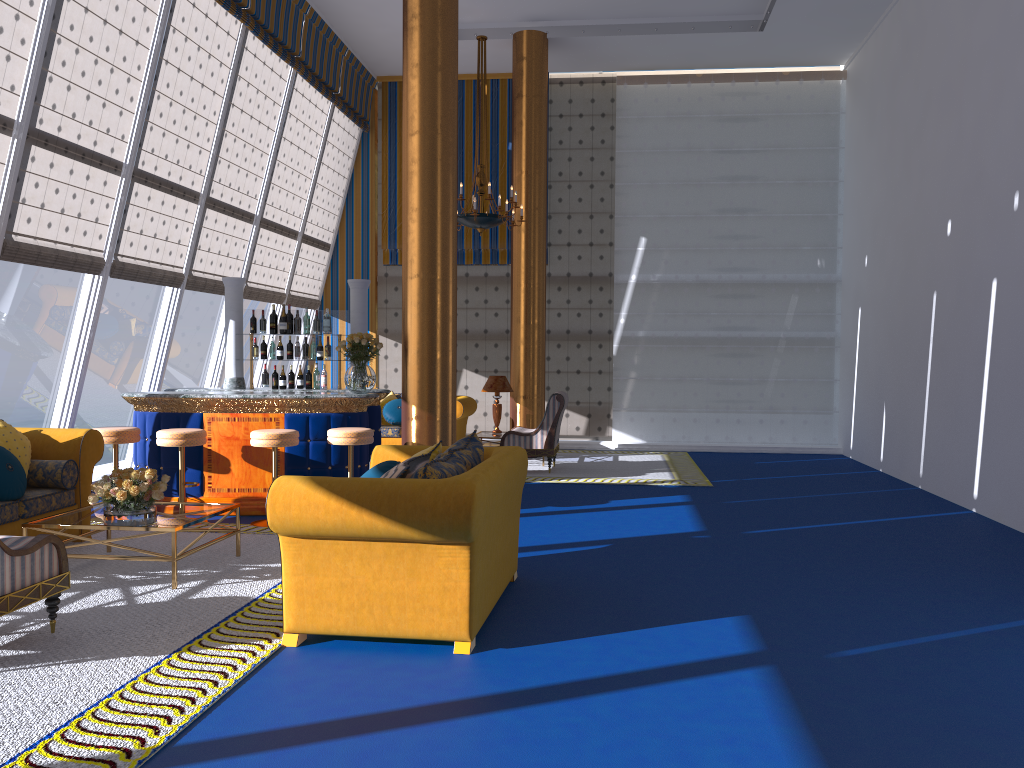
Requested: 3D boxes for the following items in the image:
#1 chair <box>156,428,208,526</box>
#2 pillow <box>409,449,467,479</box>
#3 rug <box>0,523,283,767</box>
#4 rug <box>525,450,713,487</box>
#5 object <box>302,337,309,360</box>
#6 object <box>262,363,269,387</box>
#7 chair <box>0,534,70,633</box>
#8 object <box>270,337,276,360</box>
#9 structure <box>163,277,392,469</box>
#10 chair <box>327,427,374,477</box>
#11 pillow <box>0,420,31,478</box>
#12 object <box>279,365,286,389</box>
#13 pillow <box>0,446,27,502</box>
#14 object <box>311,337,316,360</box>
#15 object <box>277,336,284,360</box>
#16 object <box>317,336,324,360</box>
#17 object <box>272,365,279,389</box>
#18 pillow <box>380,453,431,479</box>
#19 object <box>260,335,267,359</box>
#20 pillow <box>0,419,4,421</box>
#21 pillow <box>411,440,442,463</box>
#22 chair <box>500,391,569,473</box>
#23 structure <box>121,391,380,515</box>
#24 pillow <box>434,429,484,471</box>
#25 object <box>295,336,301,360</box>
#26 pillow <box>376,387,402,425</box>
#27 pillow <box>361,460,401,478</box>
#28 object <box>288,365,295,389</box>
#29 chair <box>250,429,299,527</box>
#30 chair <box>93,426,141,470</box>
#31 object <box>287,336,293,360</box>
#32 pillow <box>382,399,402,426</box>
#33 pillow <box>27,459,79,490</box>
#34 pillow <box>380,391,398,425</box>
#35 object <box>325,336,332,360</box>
[{"bbox_3d":[-2.749,0.767,7.389,0.394,0.782,0.402,3,3,45],"label":"chair"},{"bbox_3d":[-0.437,0.667,4.626,0.338,0.610,0.616,1,2,12],"label":"pillow"},{"bbox_3d":[-2.901,1.248,4.295,3.584,0.010,6.268,1,2,7],"label":"rug"},{"bbox_3d":[-0.674,1.045,11.864,6.243,0.011,3.600,1,2,6],"label":"rug"},{"bbox_3d":[-2.092,-0.361,9.004,0.072,0.232,0.071,0,2,-15],"label":"object"},{"bbox_3d":[-2.499,-0.087,8.993,0.071,0.242,0.071,0,2,-12],"label":"object"},{"bbox_3d":[-2.651,0.758,4.080,0.792,0.967,0.786,1,2,7],"label":"chair"},{"bbox_3d":[-2.424,-0.363,8.985,0.059,0.230,0.058,-1,3,-34],"label":"object"},{"bbox_3d":[-2.409,0.015,9.159,2.314,2.197,0.768,0,2,-3],"label":"structure"},{"bbox_3d":[-1.387,0.771,7.623,0.401,0.782,0.395,0,2,-23],"label":"chair"},{"bbox_3d":[-3.576,0.484,6.264,0.326,0.583,0.581,1,2,27],"label":"pillow"},{"bbox_3d":[-2.327,-0.070,9.013,0.069,0.244,0.068,0,2,-12],"label":"object"},{"bbox_3d":[-3.448,0.591,5.929,0.317,0.404,0.476,1,2,20],"label":"pillow"},{"bbox_3d":[-2.018,-0.361,9.018,0.059,0.230,0.058,-1,3,-34],"label":"object"},{"bbox_3d":[-2.346,-0.366,8.979,0.069,0.244,0.068,0,2,-12],"label":"object"},{"bbox_3d":[-1.948,-0.364,9.012,0.069,0.244,0.068,0,2,-12],"label":"object"},{"bbox_3d":[-2.407,-0.070,9.019,0.065,0.244,0.066,1,2,10],"label":"object"},{"bbox_3d":[-0.636,0.607,4.635,0.327,0.456,0.522,1,2,6],"label":"pillow"},{"bbox_3d":[-2.513,-0.371,8.980,0.066,0.244,0.065,0,2,-12],"label":"object"},{"bbox_3d":[-3.824,0.540,6.289,0.246,0.546,0.611,1,2,4],"label":"pillow"},{"bbox_3d":[-0.531,0.574,5.181,0.231,0.492,0.613,1,2,12],"label":"pillow"},{"bbox_3d":[0.283,0.579,10.974,0.782,0.967,0.795,1,2,7],"label":"chair"},{"bbox_3d":[-2.372,0.613,8.097,2.315,1.065,0.767,0,2,-5],"label":"structure"},{"bbox_3d":[-0.370,0.619,5.213,0.352,0.673,0.603,1,2,15],"label":"pillow"},{"bbox_3d":[-2.170,-0.366,8.981,0.057,0.239,0.056,0,2,-19],"label":"object"},{"bbox_3d":[-1.750,0.386,12.838,0.598,0.673,0.356,1,2,14],"label":"pillow"},{"bbox_3d":[-0.790,0.617,5.028,0.394,0.367,0.455,-1,2,-33],"label":"pillow"},{"bbox_3d":[-2.238,-0.072,9.007,0.066,0.244,0.065,0,2,-12],"label":"object"},{"bbox_3d":[-1.979,0.773,7.405,0.402,0.782,0.394,-1,3,-34],"label":"chair"},{"bbox_3d":[-3.373,0.758,7.552,0.394,0.782,0.402,3,3,45],"label":"chair"},{"bbox_3d":[-2.248,-0.369,8.985,0.066,0.244,0.065,0,2,-12],"label":"object"},{"bbox_3d":[-1.573,0.395,12.422,0.464,0.367,0.387,-1,2,-33],"label":"pillow"},{"bbox_3d":[-3.376,0.653,6.438,0.372,0.219,0.215,1,2,6],"label":"pillow"},{"bbox_3d":[-1.722,0.345,12.676,0.608,0.492,0.233,1,2,11],"label":"pillow"},{"bbox_3d":[-1.867,-0.364,9.007,0.071,0.244,0.072,2,2,27],"label":"object"}]
